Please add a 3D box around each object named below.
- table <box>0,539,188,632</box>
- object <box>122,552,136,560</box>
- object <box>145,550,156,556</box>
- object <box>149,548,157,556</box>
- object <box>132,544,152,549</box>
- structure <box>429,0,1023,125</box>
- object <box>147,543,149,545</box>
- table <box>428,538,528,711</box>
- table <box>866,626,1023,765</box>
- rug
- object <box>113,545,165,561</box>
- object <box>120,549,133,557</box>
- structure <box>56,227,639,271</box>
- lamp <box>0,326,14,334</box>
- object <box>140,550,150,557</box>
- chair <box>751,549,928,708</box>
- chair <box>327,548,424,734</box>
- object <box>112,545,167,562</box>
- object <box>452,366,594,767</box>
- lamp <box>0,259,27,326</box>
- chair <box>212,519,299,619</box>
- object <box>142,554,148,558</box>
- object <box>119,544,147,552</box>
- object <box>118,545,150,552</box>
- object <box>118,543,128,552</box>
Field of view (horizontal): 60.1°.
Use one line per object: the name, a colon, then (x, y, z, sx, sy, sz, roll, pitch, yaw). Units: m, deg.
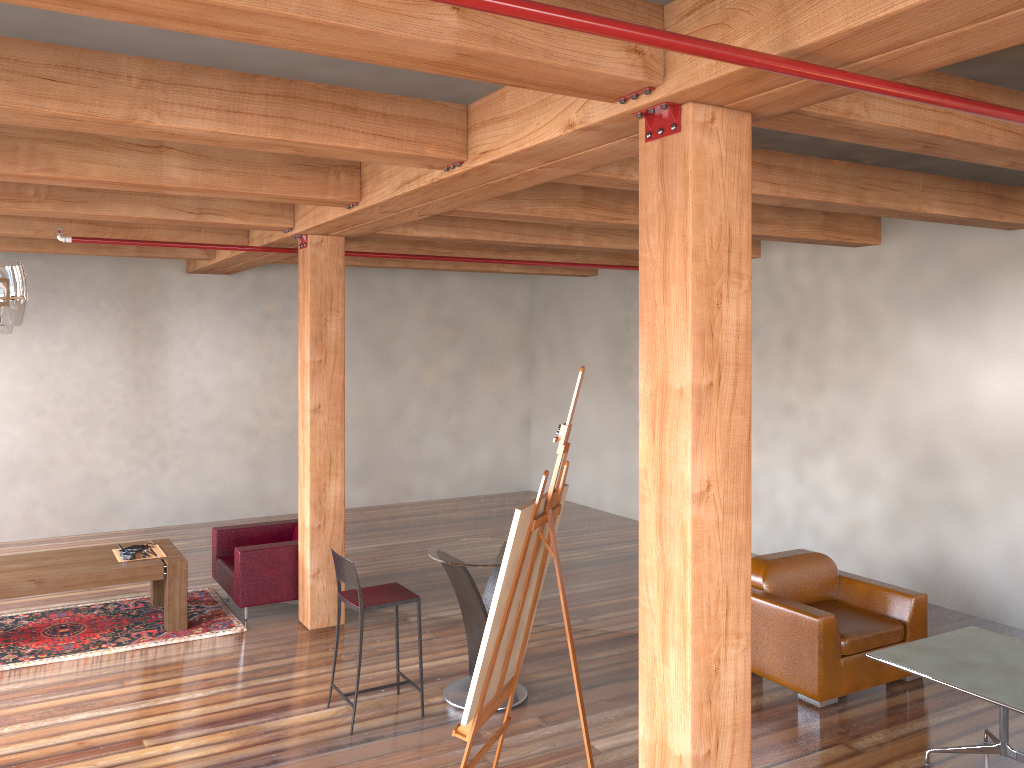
table: (-3.494, 1.645, 6.814, 1.751, 0.550, 0.901, -1, 3, -30)
object: (-2.984, 1.342, 6.899, 0.099, 0.043, 0.099, 0, 2, -4)
object: (-2.885, 1.351, 7.081, 0.007, 0.008, 0.270, -1, 3, -41)
object: (-2.887, 1.349, 7.122, 0.007, 0.008, 0.270, -1, 3, -34)
object: (-3.046, 1.328, 7.182, 0.007, 0.008, 0.270, 1, 3, 34)
structure: (2.359, -0.983, 3.436, 6.809, 0.112, 0.051, -2, 1, -30)
object: (-3.004, 1.333, 7.311, 0.018, 0.021, 0.059, -1, 3, -43)
table: (-0.170, 1.522, 5.643, 0.721, 0.924, 0.722, 0, 1, -5)
table: (2.789, 1.765, 4.218, 0.939, 0.560, 1.872, -1, 3, -30)
rug: (-3.458, 1.916, 6.844, 2.463, 0.009, 1.344, -2, 3, -30)
object: (-2.988, 1.355, 7.099, 0.332, 0.003, 0.471, -2, 3, -30)
object: (-3.046, 1.337, 6.999, 0.099, 0.043, 0.099, 0, 2, 8)
structure: (-0.543, -1.228, 8.483, 6.809, 0.112, 0.051, -2, 1, -30)
lamp: (-4.463, -0.813, 7.118, 0.809, 0.815, 0.810, 0, 1, 11)
object: (-2.909, 1.342, 7.029, 0.153, 0.030, 0.045, 3, 3, 45)
chair: (2.123, 1.592, 6.017, 1.064, 0.735, 0.831, -1, 2, -30)
chair: (-0.827, 1.500, 5.369, 0.467, 0.981, 0.430, 0, 1, -30)
object: (-2.989, 1.355, 7.098, 0.352, 0.001, 0.469, -2, 3, -30)
object: (0.088, 0.988, 3.978, 0.685, 2.140, 0.702, 0, 0, 20)
lamp: (-2.256, -0.628, 3.281, 0.809, 0.815, 0.810, 0, 1, 13)
chair: (-2.032, 1.581, 7.632, 0.866, 0.592, 1.071, -1, 2, -30)
object: (-2.880, 1.351, 6.941, 0.018, 0.021, 0.059, 0, 2, 12)
object: (-3.074, 1.328, 7.188, 0.007, 0.008, 0.270, 1, 3, 26)
object: (-3.066, 1.340, 7.187, 0.154, 0.018, 0.213, 1, 3, 15)
object: (-3.073, 1.309, 7.012, 0.137, 0.080, 0.045, 1, 1, 25)
